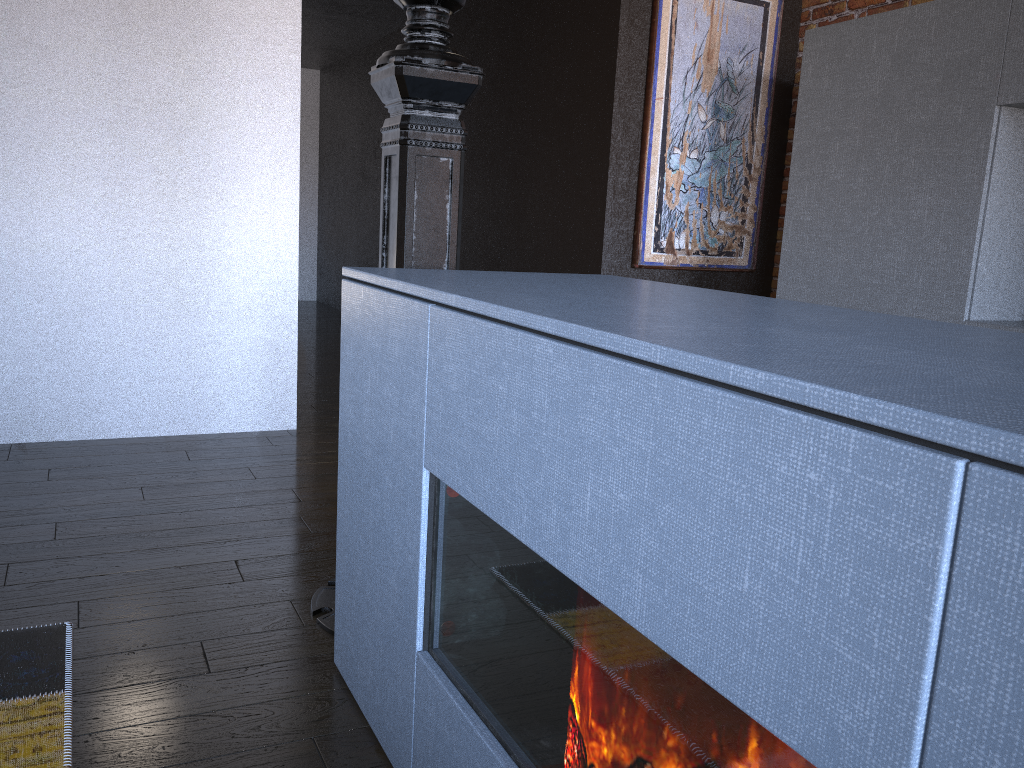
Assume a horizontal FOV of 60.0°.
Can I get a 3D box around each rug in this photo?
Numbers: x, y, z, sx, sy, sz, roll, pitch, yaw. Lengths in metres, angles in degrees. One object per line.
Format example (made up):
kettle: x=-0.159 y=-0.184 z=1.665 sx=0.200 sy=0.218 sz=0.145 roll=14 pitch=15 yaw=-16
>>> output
rug: x=-1.110 y=0.769 z=0.653 sx=1.432 sy=0.013 sz=2.361 roll=-2 pitch=11 yaw=-26

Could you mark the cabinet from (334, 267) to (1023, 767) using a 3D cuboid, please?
cabinet: x=0.563 y=0.450 z=0.623 sx=0.607 sy=0.845 sz=2.957 roll=-2 pitch=11 yaw=-26

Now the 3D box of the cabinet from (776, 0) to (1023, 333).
cabinet: x=2.402 y=-0.217 z=2.184 sx=0.713 sy=1.810 sz=4.169 roll=-2 pitch=11 yaw=-26

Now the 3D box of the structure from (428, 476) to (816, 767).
structure: x=0.214 y=0.379 z=1.065 sx=0.332 sy=0.395 sz=0.943 roll=-2 pitch=11 yaw=-26

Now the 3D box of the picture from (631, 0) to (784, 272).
picture: x=1.001 y=-1.319 z=4.524 sx=0.780 sy=1.472 sz=0.067 roll=-2 pitch=12 yaw=-26
